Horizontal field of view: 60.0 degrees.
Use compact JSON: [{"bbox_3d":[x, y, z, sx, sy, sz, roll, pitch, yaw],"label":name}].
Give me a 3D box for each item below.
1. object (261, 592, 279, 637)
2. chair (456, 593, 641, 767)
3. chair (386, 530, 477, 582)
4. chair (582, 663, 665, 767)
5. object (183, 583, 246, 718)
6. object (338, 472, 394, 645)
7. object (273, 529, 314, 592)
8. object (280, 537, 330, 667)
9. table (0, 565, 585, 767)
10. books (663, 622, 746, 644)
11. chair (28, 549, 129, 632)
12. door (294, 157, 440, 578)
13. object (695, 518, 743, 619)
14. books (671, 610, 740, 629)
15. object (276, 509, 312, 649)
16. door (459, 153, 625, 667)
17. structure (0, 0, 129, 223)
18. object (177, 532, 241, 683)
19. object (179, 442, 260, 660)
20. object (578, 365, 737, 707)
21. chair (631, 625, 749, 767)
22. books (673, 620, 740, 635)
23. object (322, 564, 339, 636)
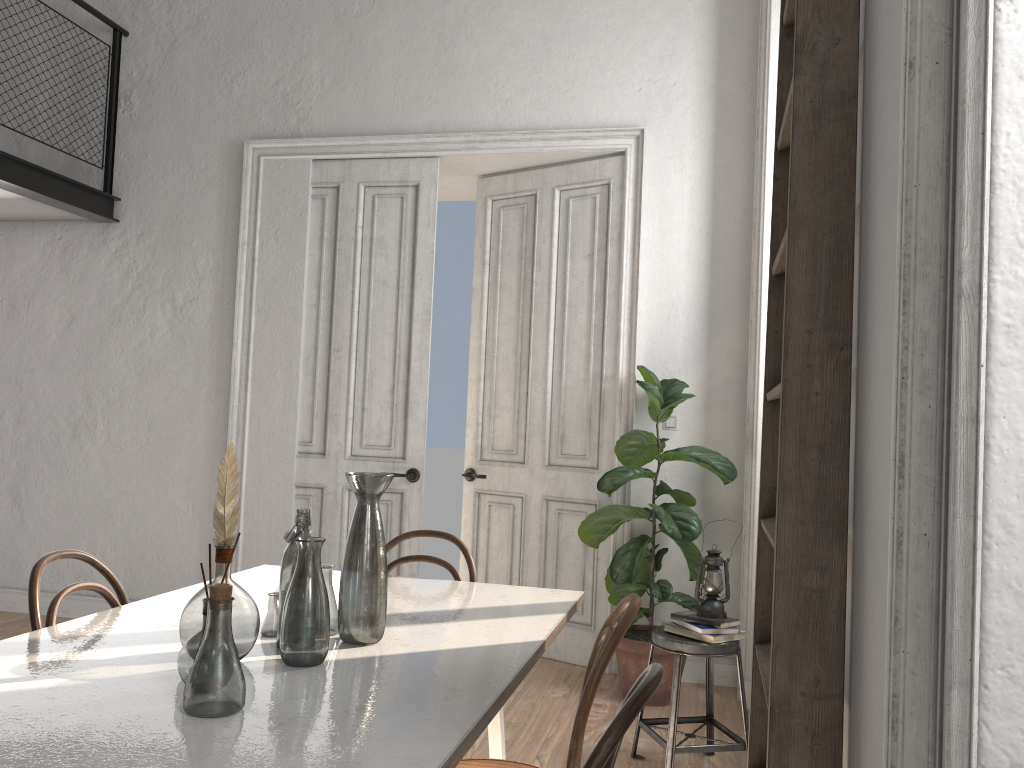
[{"bbox_3d":[-0.550,0.534,2.057,0.058,0.094,0.058,0,-3,41],"label":"object"},{"bbox_3d":[-0.002,0.924,2.003,0.549,0.920,0.438,2,-2,11],"label":"chair"},{"bbox_3d":[-0.372,0.945,2.774,0.438,0.920,0.549,2,-3,21],"label":"chair"},{"bbox_3d":[-0.051,0.894,1.427,0.549,0.920,0.438,2,-3,20],"label":"chair"},{"bbox_3d":[-0.504,0.450,1.518,0.101,0.211,0.101,4,-3,-38],"label":"object"},{"bbox_3d":[-0.337,0.397,2.036,0.116,0.382,0.116,1,-3,24],"label":"object"},{"bbox_3d":[-0.538,0.481,2.251,0.132,0.219,0.132,2,-2,2],"label":"object"},{"bbox_3d":[-0.425,0.448,1.836,0.100,0.255,0.098,3,-2,-10],"label":"object"},{"bbox_3d":[-0.566,0.959,1.815,1.100,0.779,2.201,2,-3,13],"label":"table"},{"bbox_3d":[0.735,0.945,3.391,0.194,0.034,0.246,5,-3,-37],"label":"books"},{"bbox_3d":[-0.917,0.894,2.217,0.549,0.920,0.438,2,-2,8],"label":"chair"},{"bbox_3d":[-1.008,0.083,5.194,1.097,2.813,0.216,2,-2,14],"label":"door"},{"bbox_3d":[0.773,0.694,3.370,0.154,0.383,0.163,3,-2,-14],"label":"object"},{"bbox_3d":[0.738,0.896,3.379,0.221,0.027,0.147,0,-4,45],"label":"books"},{"bbox_3d":[-0.470,0.429,1.963,0.086,0.301,0.086,3,-2,-2],"label":"object"},{"bbox_3d":[0.162,0.130,5.100,1.097,2.813,0.216,1,-3,38],"label":"door"},{"bbox_3d":[-5.087,-1.843,3.106,4.157,1.212,5.929,2,-3,13],"label":"structure"},{"bbox_3d":[-0.554,0.418,1.634,0.107,0.283,0.107,2,-2,8],"label":"object"},{"bbox_3d":[-0.590,0.344,1.819,0.157,0.446,0.157,1,-3,31],"label":"object"},{"bbox_3d":[-0.086,0.453,1.921,0.792,1.841,5.830,2,-3,18],"label":"object"},{"bbox_3d":[0.694,1.219,3.404,0.360,0.522,0.364,3,-3,-14],"label":"chair"},{"bbox_3d":[0.736,0.919,3.380,0.163,0.029,0.232,3,-3,-16],"label":"books"},{"bbox_3d":[-0.443,0.509,2.097,0.083,0.158,0.083,2,-2,8],"label":"object"}]
